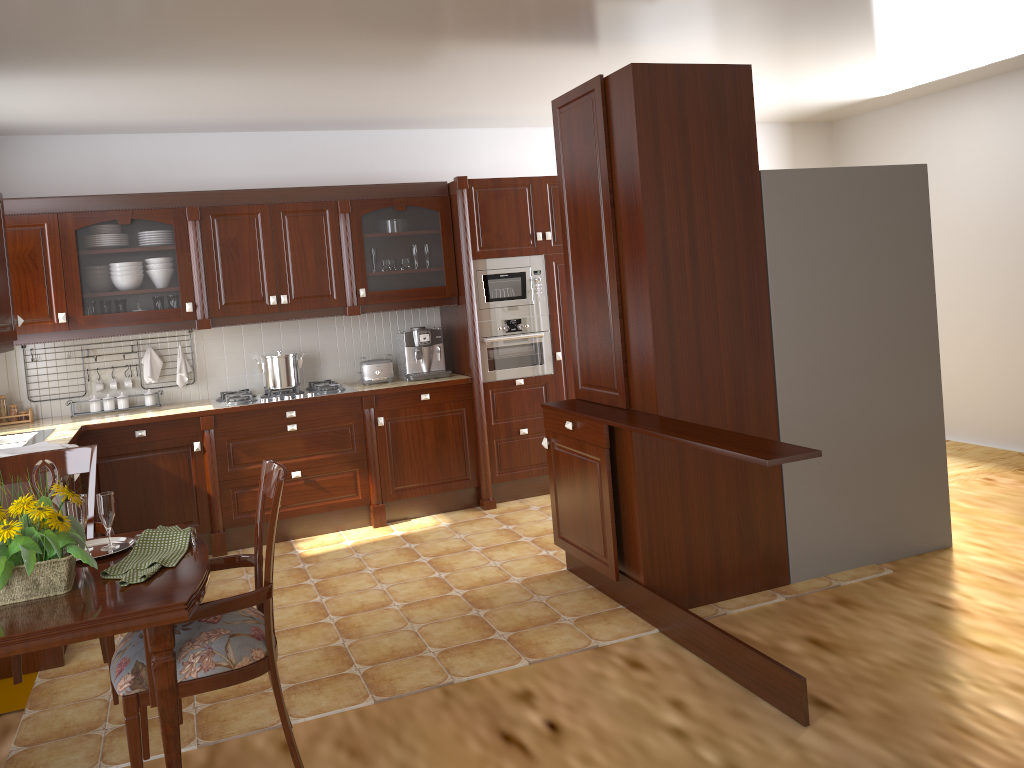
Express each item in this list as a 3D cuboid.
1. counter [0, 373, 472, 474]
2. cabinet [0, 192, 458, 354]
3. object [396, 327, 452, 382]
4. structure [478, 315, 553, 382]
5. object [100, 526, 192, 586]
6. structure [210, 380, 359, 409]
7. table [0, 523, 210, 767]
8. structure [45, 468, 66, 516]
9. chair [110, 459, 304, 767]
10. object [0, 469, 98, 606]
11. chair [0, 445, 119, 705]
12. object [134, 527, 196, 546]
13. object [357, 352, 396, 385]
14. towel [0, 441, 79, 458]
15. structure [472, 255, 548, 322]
[{"bbox_3d":[-1.420,0.164,4.619,2.790,0.032,1.829,-7,7,-21],"label":"counter"},{"bbox_3d":[-1.418,-0.662,4.401,2.788,0.776,1.372,-7,6,-21],"label":"cabinet"},{"bbox_3d":[-0.566,-0.199,5.614,0.275,0.320,0.324,-6,5,-21],"label":"object"},{"bbox_3d":[0.022,-0.224,5.548,0.496,0.374,0.041,-7,3,-21],"label":"structure"},{"bbox_3d":[-0.916,0.409,2.270,0.166,0.056,0.530,-6,7,-7],"label":"object"},{"bbox_3d":[-1.372,0.048,5.288,0.818,0.046,0.592,-7,7,-21],"label":"structure"},{"bbox_3d":[-1.526,0.803,1.953,1.682,0.556,0.736,-7,5,-21],"label":"table"},{"bbox_3d":[-2.063,0.725,3.656,0.380,0.744,0.424,-6,3,-21],"label":"structure"},{"bbox_3d":[-0.773,0.616,2.244,0.460,0.743,0.405,-6,3,-21],"label":"chair"},{"bbox_3d":[-1.129,0.346,2.027,0.300,0.336,0.318,-7,5,-29],"label":"object"},{"bbox_3d":[-1.455,0.612,2.777,0.406,0.743,0.460,-6,4,-24],"label":"chair"},{"bbox_3d":[-0.907,0.406,2.316,0.146,0.046,0.047,-6,4,-8],"label":"object"},{"bbox_3d":[-0.845,-0.098,5.517,0.244,0.188,0.141,-7,4,-20],"label":"object"},{"bbox_3d":[-2.005,0.304,3.765,0.329,0.097,0.346,-1,7,32],"label":"towel"},{"bbox_3d":[-0.067,-0.614,5.681,0.496,0.384,0.317,-7,4,-21],"label":"structure"}]
